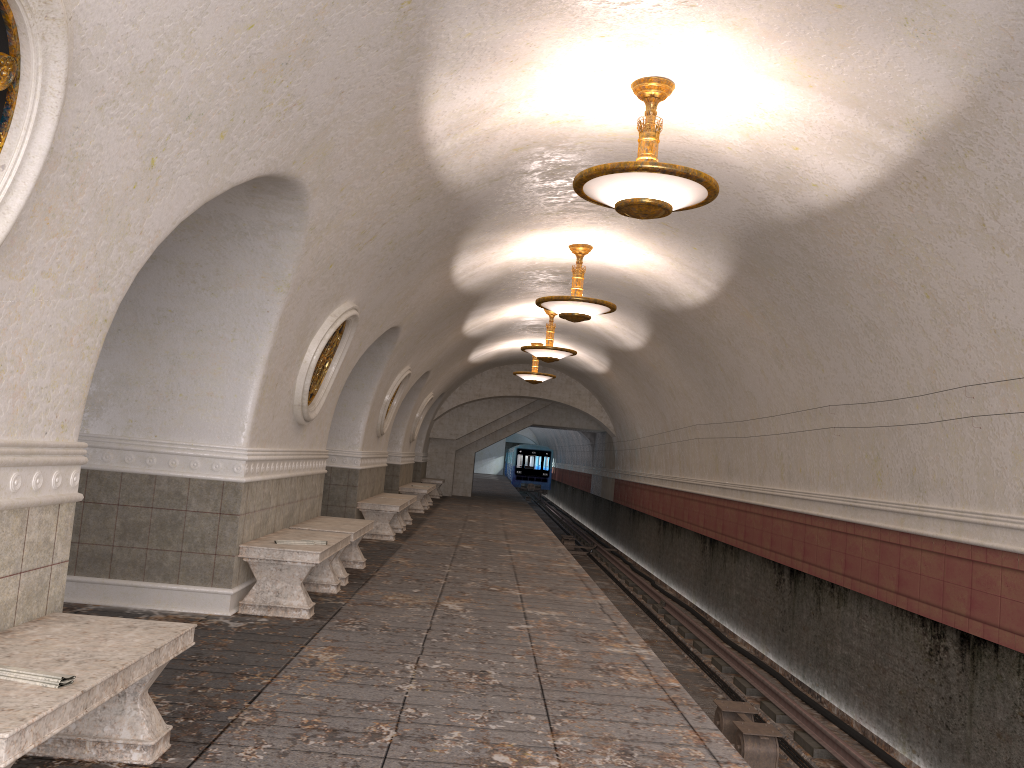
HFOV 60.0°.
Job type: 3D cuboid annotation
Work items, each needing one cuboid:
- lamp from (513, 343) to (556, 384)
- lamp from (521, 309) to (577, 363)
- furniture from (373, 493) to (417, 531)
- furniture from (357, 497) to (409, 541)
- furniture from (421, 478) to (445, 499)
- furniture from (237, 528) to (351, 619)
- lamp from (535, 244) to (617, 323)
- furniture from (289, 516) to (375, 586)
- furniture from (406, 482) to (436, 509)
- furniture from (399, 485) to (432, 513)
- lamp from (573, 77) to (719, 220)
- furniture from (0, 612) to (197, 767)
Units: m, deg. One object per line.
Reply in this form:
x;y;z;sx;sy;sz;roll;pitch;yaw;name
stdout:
0.544;-0.462;20.625;1.008;0.955;1.008;0;-7;45;lamp
0.679;-0.847;15.813;1.008;0.955;1.008;4;-5;15;lamp
-1.989;2.150;15.008;0.613;0.508;1.509;5;-5;-1;furniture
-1.942;2.016;13.333;0.613;0.508;1.509;5;-5;-1;furniture
-2.284;2.994;25.554;0.613;0.508;1.509;5;-5;-1;furniture
-1.774;1.537;7.333;0.613;0.508;1.509;5;-5;-1;furniture
0.813;-1.232;11.002;1.008;0.955;1.008;4;-5;15;lamp
-1.821;1.671;9.009;0.613;0.508;1.509;5;-5;-1;furniture
-2.155;2.625;20.949;0.613;0.508;1.509;5;-5;-1;furniture
-2.108;2.492;19.274;0.613;0.508;1.509;5;-5;-1;furniture
0.948;-1.616;6.189;1.008;0.955;1.008;6;-5;-17;lamp
-1.653;1.192;3.021;0.613;0.508;1.509;5;-5;-1;furniture
